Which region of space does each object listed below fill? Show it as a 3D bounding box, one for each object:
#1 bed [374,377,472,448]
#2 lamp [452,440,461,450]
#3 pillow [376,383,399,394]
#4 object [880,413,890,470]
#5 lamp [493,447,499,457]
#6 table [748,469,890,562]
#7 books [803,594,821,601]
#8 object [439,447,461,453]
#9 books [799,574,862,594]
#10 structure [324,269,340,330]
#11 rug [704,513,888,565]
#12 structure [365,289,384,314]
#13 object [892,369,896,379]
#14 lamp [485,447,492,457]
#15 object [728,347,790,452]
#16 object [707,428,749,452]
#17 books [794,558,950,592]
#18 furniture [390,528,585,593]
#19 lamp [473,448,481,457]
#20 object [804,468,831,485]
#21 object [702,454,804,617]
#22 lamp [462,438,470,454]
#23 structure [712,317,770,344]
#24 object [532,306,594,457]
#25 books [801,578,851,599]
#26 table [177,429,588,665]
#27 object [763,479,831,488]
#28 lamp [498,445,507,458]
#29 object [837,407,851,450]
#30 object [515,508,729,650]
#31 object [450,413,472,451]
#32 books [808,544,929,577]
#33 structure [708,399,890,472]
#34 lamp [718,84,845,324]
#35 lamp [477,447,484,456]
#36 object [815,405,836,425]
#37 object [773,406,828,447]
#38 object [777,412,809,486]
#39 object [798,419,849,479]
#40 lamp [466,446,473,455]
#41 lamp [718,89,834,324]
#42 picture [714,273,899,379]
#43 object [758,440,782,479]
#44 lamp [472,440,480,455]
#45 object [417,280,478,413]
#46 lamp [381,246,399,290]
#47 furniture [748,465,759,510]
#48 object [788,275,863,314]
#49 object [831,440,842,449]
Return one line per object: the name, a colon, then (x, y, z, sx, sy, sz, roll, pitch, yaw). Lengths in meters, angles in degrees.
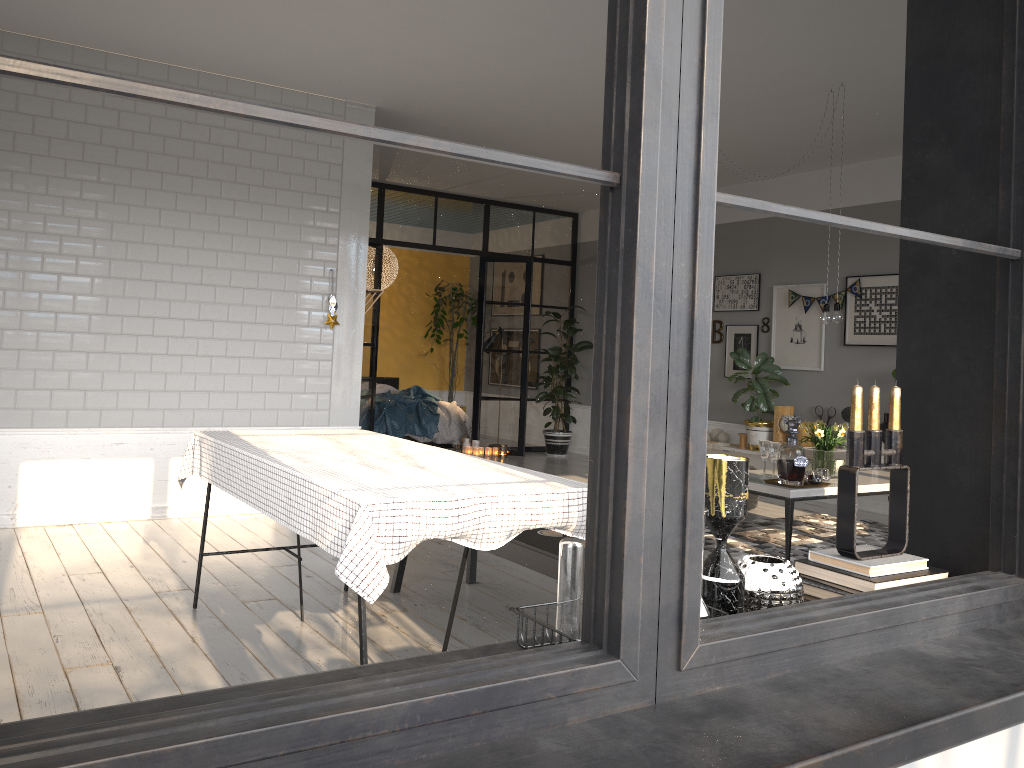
bed: (-1.726, 0.335, 11.269, 1.894, 0.771, 2.325, 2, 2, -32)
lamp: (-0.659, 0.738, 10.477, 0.096, 0.131, 0.108, 2, 0, 27)
pillow: (-1.838, 0.090, 11.713, 0.485, 0.227, 0.592, 3, 2, 16)
object: (3.011, 0.445, 7.241, 0.286, 0.489, 0.331, 2, -1, 18)
lamp: (-0.185, 0.783, 10.171, 0.081, 0.099, 0.080, 3, 0, 8)
table: (1.929, 0.835, 5.540, 1.453, 0.512, 0.733, 2, 1, -33)
books: (0.641, 0.367, 1.522, 0.267, 0.011, 0.162, 1, 2, -30)
object: (-0.738, 0.778, 10.422, 0.326, 0.054, 0.087, 3, 1, 21)
books: (0.635, 0.337, 1.515, 0.216, 0.011, 0.174, 2, 2, -27)
structure: (-1.304, -0.614, 6.430, 0.133, 0.448, 0.078, 4, -2, -45)
rug: (2.022, 1.071, 5.786, 2.522, 0.034, 1.772, 1, 2, -33)
structure: (-1.174, -0.895, 6.907, 0.185, 0.777, 0.495, 4, -1, -33)
object: (3.226, 0.136, 6.879, 0.416, 1.152, 0.566, 2, -1, 7)
lamp: (-0.271, 0.780, 10.142, 0.081, 0.099, 0.080, 3, 0, 8)
object: (2.302, 0.140, 8.253, 0.511, 0.965, 0.544, 2, -1, 42)
object: (2.059, 0.500, 8.710, 0.328, 0.307, 0.786, 3, 1, -32)
books: (0.612, 0.320, 1.508, 0.198, 0.022, 0.162, 1, 2, -32)
furniture: (0.060, 0.834, 3.756, 0.465, 0.456, 1.671, 3, 1, -33)
lamp: (-0.400, 0.777, 10.064, 0.081, 0.099, 0.080, 3, 0, 8)
object: (1.711, 0.540, 5.220, 0.279, 0.087, 0.246, 4, 2, 35)
object: (0.357, 0.237, 1.349, 0.194, 0.257, 0.115, 3, -1, -23)
lamp: (-0.529, 0.725, 10.282, 0.092, 0.180, 0.092, 3, -1, -12)
structure: (2.273, -0.529, 8.804, 0.024, 0.263, 0.740, 4, 1, -33)
object: (-0.691, -0.068, 9.617, 3.890, 1.798, 1.012, 2, 0, -33)
books: (0.644, 0.352, 1.515, 0.271, 0.019, 0.184, 1, 2, -33)
table: (-0.579, 0.655, 3.311, 0.930, 0.785, 2.028, 2, 1, -33)
object: (1.644, 0.571, 5.104, 0.317, 0.015, 0.247, 1, 2, -33)
lamp: (-0.108, 0.768, 10.107, 0.107, 0.141, 0.107, 2, -1, 21)
object: (2.853, 0.432, 7.514, 0.136, 0.484, 0.155, 4, -2, -33)
object: (0.153, 0.265, 1.206, 0.267, 0.192, 0.153, 2, 0, -33)
object: (-0.504, 0.547, 10.569, 0.437, 0.523, 0.278, 3, -1, 8)
books: (0.608, 0.300, 1.510, 0.153, 0.017, 0.124, 1, 2, -31)
structure: (2.632, 0.462, 7.876, 0.307, 0.487, 2.779, 3, 1, -33)
lamp: (1.477, -1.182, 5.862, 1.397, 1.539, 0.074, 3, -2, 26)
lamp: (-0.358, 0.776, 10.144, 0.081, 0.099, 0.080, 3, 0, 8)
object: (2.779, 0.428, 7.867, 0.019, 0.464, 0.221, 4, -2, -33)
object: (2.598, 0.432, 7.877, 0.238, 0.440, 0.546, 3, 0, -33)
object: (1.605, 0.370, 5.067, 0.148, 0.418, 0.155, 3, -2, -13)
object: (1.957, 0.404, 5.531, 0.351, 0.352, 0.325, 3, 0, -31)
lamp: (-0.494, 0.769, 10.159, 0.081, 0.099, 0.080, 2, 0, 22)
lamp: (1.460, -1.188, 5.999, 1.397, 1.539, 0.074, 3, -2, 26)
picture: (-0.006, -0.734, 8.629, 4.032, 1.797, 7.302, 2, 2, -33)
object: (1.531, 0.457, 5.268, 0.082, 0.227, 0.168, 3, -1, -21)
lamp: (-0.421, 0.737, 10.232, 0.092, 0.167, 0.089, 2, -1, 23)
object: (-0.819, -0.394, 12.748, 1.250, 2.208, 1.341, 2, -1, 44)
lamp: (-1.752, -1.734, 11.335, 0.616, 1.098, 0.615, 2, -1, 8)
furniture: (1.689, 0.835, 7.404, 0.736, 0.357, 0.734, 4, 2, 44)
object: (2.793, -0.793, 7.979, 0.057, 0.340, 0.915, 4, 1, -33)
object: (2.840, 0.579, 7.691, 0.078, 0.174, 0.265, 3, 0, -27)
